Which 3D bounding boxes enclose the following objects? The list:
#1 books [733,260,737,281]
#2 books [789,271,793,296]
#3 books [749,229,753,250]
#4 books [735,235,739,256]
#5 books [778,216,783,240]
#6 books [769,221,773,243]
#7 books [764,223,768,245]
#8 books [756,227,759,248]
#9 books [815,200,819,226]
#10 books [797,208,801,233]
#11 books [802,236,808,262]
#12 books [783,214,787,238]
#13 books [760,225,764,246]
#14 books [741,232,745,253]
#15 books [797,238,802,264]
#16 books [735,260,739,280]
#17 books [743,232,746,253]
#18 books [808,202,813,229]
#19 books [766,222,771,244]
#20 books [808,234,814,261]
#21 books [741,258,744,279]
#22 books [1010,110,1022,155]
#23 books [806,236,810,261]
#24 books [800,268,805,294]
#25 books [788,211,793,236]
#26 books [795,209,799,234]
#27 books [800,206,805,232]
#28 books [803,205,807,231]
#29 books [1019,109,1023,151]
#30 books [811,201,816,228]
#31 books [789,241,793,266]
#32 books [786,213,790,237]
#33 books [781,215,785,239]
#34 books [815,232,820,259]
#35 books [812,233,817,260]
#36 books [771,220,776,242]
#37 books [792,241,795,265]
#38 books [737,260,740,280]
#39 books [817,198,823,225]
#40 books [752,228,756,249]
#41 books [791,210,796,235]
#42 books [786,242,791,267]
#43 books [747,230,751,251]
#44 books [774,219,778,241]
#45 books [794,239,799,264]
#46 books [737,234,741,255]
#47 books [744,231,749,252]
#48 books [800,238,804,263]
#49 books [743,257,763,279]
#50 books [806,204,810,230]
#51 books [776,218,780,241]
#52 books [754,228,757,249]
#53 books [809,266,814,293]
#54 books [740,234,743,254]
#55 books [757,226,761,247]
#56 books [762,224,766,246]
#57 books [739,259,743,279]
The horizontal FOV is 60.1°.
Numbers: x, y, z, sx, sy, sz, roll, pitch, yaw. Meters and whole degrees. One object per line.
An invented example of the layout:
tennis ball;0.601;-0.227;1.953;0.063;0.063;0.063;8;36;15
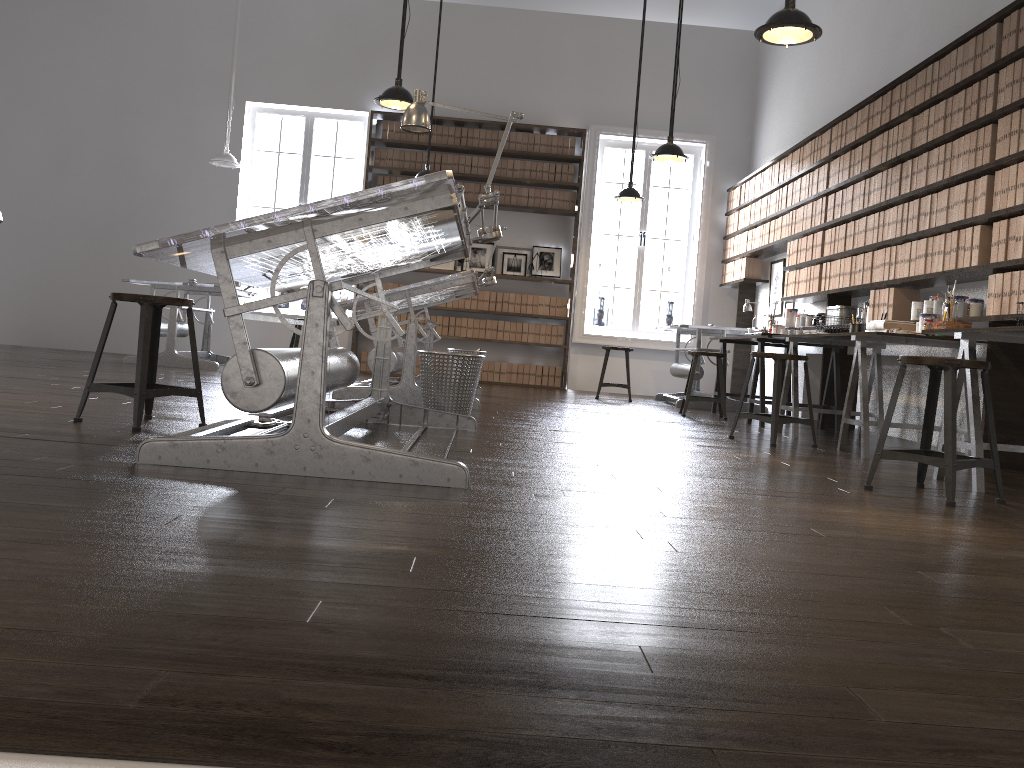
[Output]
books;2.502;-1.218;9.601;0.174;0.226;0.067;5;0;-1
books;2.530;-0.869;7.757;0.174;0.225;0.066;5;0;-1
books;2.537;-1.466;9.090;0.174;0.226;0.067;5;0;-2
books;2.523;-1.495;9.611;0.174;0.226;0.066;5;0;-2
books;2.560;-1.426;8.177;0.174;0.226;0.067;5;0;-1
books;2.559;-1.438;8.458;0.174;0.226;0.066;5;0;-1
books;2.555;-1.444;8.607;0.174;0.225;0.066;5;0;-1
books;2.545;-1.456;8.880;0.174;0.226;0.066;5;0;-2
books;2.590;-1.394;7.275;0.174;0.226;0.066;5;0;-2
books;2.578;-1.412;7.685;0.174;0.226;0.066;5;0;-2
books;2.558;-1.127;7.486;0.174;0.226;0.066;5;0;-2
books;2.566;-1.420;8.048;0.174;0.225;0.066;5;0;-2
books;2.545;-1.450;8.735;0.174;0.226;0.067;5;0;-1
books;2.534;-1.486;9.399;0.174;0.226;0.066;5;0;-1
books;2.558;-1.133;7.628;0.174;0.226;0.066;5;0;-1
books;2.506;-1.215;9.528;0.174;0.225;0.066;5;0;-2
books;2.535;-1.483;9.324;0.174;0.225;0.066;5;0;-1
books;2.580;-1.400;7.413;0.174;0.226;0.067;5;0;-1
books;2.552;-1.442;8.532;0.174;0.226;0.067;5;0;-2
books;2.561;-1.121;7.340;0.174;0.226;0.067;5;0;-1
books;2.515;-1.206;9.329;0.174;0.226;0.066;5;0;-1
books;2.655;-1.275;4.527;0.174;0.226;0.066;5;0;-2
books;2.564;-1.124;7.415;0.174;0.226;0.066;5;0;-2
books;2.537;-0.857;7.475;0.174;0.226;0.066;5;0;-2
books;2.567;-1.421;7.897;0.174;0.226;0.066;5;0;-1
books;2.578;-1.415;7.755;0.174;0.226;0.066;5;0;-2
books;2.576;-1.409;7.615;0.174;0.226;0.067;5;0;-1
books;2.580;-1.406;7.543;0.174;0.225;0.066;5;0;-2
books;2.660;-1.272;4.454;0.174;0.226;0.066;5;0;-2
books;2.588;-1.397;7.346;0.174;0.226;0.066;5;0;-2
books;2.550;-1.142;7.825;0.174;0.225;0.066;5;0;-1
books;2.566;-1.418;7.975;0.174;0.226;0.067;5;0;-1
books;2.566;-1.423;8.111;0.174;0.225;0.066;5;0;-2
books;2.568;-1.114;7.190;0.174;0.225;0.066;5;0;-1
books;2.568;-1.117;7.266;0.174;0.225;0.066;5;0;-2
books;2.556;-1.435;8.387;0.174;0.226;0.066;5;0;-1
books;2.553;-1.139;7.762;0.174;0.225;0.066;5;0;-1
books;2.509;-1.212;9.465;0.174;0.225;0.066;5;0;-2
books;2.587;-1.391;7.204;0.174;0.226;0.066;5;0;-1
books;2.543;-1.462;9.020;0.174;0.226;0.066;5;0;-1
books;2.573;-1.418;7.825;0.174;0.226;0.066;5;0;-1
books;2.546;-1.145;7.897;0.174;0.226;0.067;5;0;-2
books;2.537;-1.469;9.172;0.174;0.225;0.066;5;0;-2
books;2.562;-1.432;8.316;0.174;0.226;0.066;5;0;-2
books;2.551;-1.136;7.695;0.174;0.226;0.067;5;0;-2
books;2.528;-1.492;9.539;0.174;0.226;0.066;5;0;-2
books;2.532;-1.480;9.261;0.174;0.226;0.067;5;0;-2
books;2.560;-1.130;7.557;0.174;0.226;0.066;5;0;-1
books;2.515;-1.203;9.259;0.174;0.226;0.066;5;0;-1
books;2.583;-1.403;7.480;0.174;0.225;0.066;5;0;-2
books;2.564;-1.429;8.245;0.174;0.226;0.066;5;0;-2
books;2.547;-1.459;8.950;0.174;0.226;0.066;5;0;-1
books;2.544;-0.848;7.267;0.174;0.225;0.066;5;0;-2
books;2.534;-1.488;9.469;0.174;0.226;0.066;5;0;-1
books;2.543;-1.454;8.808;0.174;0.226;0.066;5;0;-2
books;2.551;-1.447;8.672;0.174;0.225;0.066;5;0;-2
books;2.506;-1.210;9.398;0.174;0.226;0.067;5;0;-1
